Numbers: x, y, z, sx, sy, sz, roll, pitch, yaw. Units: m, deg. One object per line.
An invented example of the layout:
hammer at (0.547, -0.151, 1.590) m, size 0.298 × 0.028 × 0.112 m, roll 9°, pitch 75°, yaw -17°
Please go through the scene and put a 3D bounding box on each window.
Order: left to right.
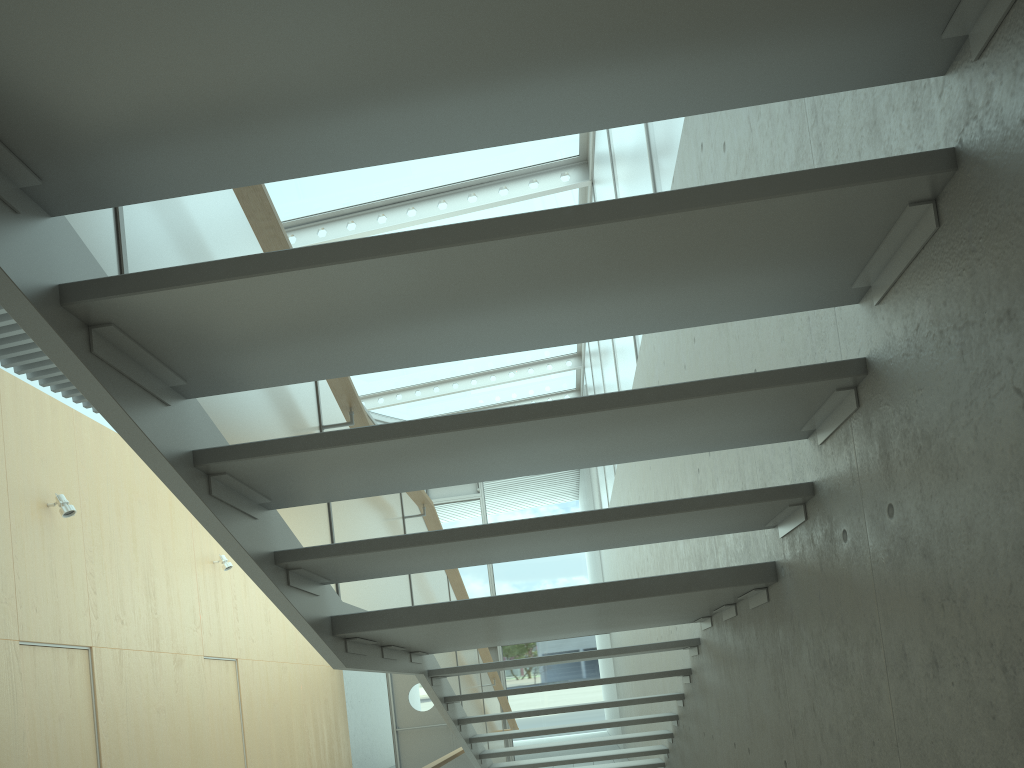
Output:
window at (-0.985, 1.420, 9.276) m, size 4.793 × 6.037 × 16.624 m, roll -7°, pitch -18°, yaw 2°
window at (-0.745, 3.658, 14.851) m, size 4.870 × 6.128 × 0.112 m, roll -7°, pitch -4°, yaw 4°
window at (0.991, -0.392, 9.236) m, size 0.030 × 2.642 × 16.443 m, roll -7°, pitch -19°, yaw 2°

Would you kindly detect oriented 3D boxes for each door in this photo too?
door at (-1.086, 5.700, 14.747) m, size 1.927 × 2.054 × 0.179 m, roll -7°, pitch -4°, yaw 4°

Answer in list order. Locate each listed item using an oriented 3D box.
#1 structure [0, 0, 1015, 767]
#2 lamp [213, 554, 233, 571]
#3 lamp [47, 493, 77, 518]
structure at (0.128, 0.560, 3.252) m, size 1.889 × 4.053 × 13.248 m, roll -7°, pitch -18°, yaw 2°
lamp at (-3.366, 2.074, 9.866) m, size 0.231 × 0.191 × 0.147 m, roll -3°, pitch -11°, yaw -16°
lamp at (-3.593, 0.965, 6.753) m, size 0.231 × 0.191 × 0.147 m, roll -3°, pitch -11°, yaw -16°
